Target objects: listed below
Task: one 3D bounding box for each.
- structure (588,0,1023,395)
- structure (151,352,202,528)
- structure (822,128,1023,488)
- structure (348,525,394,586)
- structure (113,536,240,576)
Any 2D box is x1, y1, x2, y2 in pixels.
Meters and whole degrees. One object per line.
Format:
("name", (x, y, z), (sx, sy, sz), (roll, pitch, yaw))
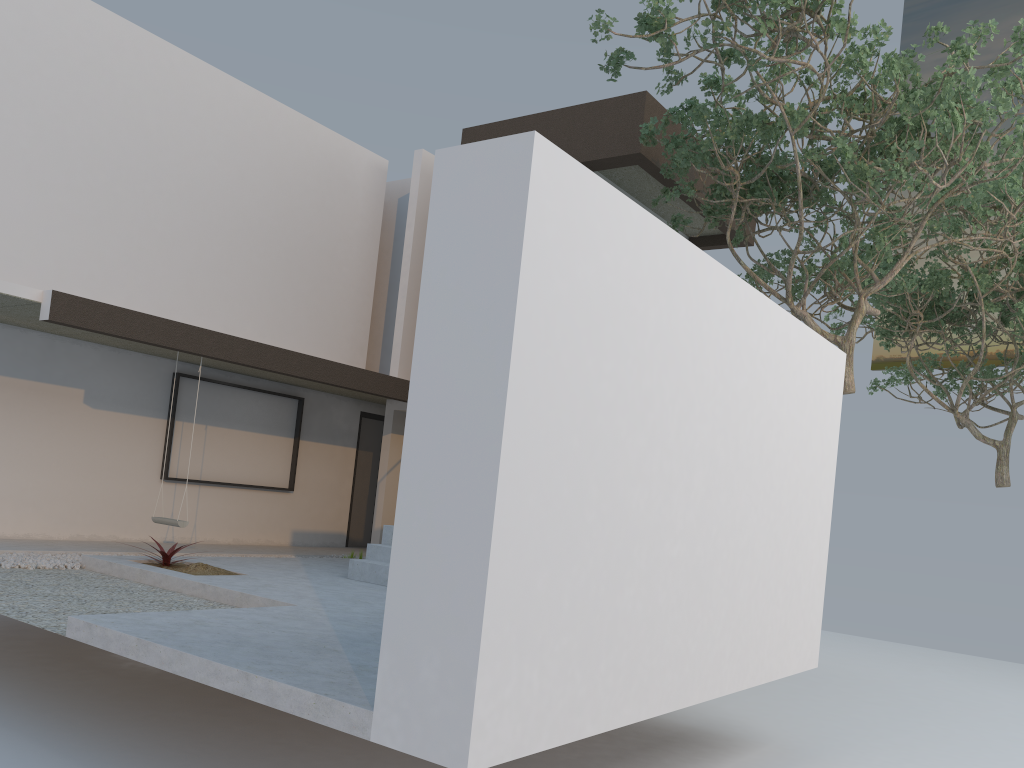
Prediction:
("structure", (3.261, -1.752, 8.580), (4.325, 3.684, 5.793), (5, -6, 16))
("structure", (-3.386, 0.514, 9.014), (0.460, 1.860, 0.130), (4, -3, 36))
("structure", (7.566, -0.762, 13.575), (5.497, 4.682, 7.363), (5, -6, 16))
("structure", (1.044, 0.407, 10.574), (1.154, 3.929, 6.606), (4, -6, 36))
("structure", (-2.896, 1.541, 7.763), (1.201, 0.290, 0.753), (1, -9, 36))
